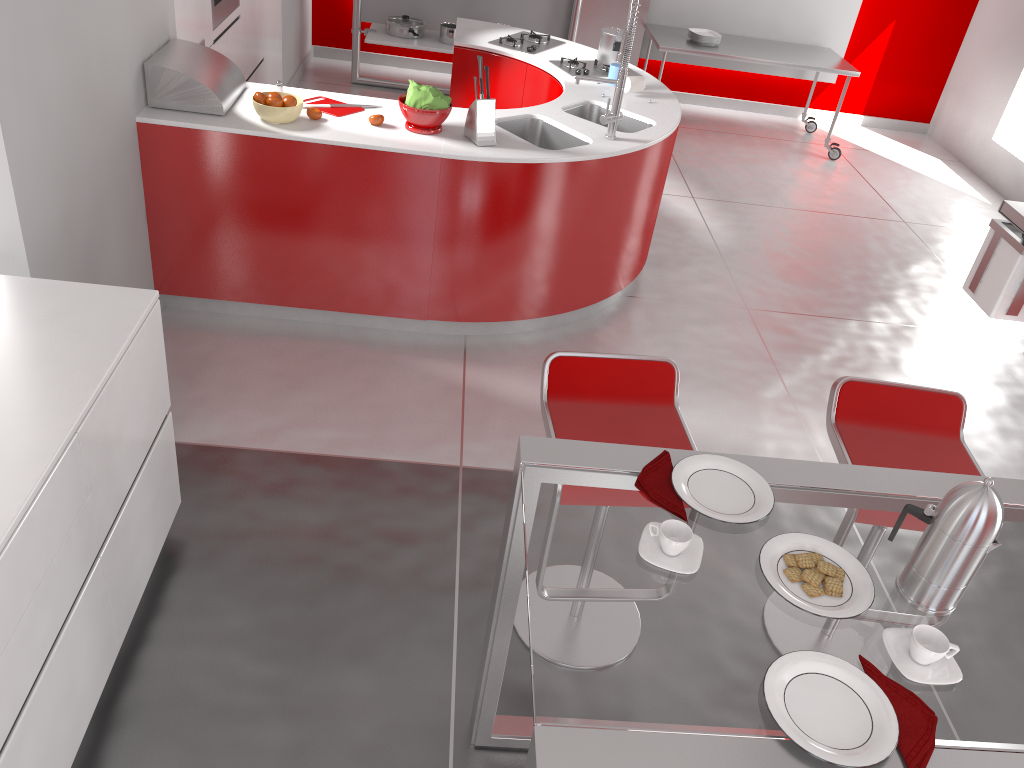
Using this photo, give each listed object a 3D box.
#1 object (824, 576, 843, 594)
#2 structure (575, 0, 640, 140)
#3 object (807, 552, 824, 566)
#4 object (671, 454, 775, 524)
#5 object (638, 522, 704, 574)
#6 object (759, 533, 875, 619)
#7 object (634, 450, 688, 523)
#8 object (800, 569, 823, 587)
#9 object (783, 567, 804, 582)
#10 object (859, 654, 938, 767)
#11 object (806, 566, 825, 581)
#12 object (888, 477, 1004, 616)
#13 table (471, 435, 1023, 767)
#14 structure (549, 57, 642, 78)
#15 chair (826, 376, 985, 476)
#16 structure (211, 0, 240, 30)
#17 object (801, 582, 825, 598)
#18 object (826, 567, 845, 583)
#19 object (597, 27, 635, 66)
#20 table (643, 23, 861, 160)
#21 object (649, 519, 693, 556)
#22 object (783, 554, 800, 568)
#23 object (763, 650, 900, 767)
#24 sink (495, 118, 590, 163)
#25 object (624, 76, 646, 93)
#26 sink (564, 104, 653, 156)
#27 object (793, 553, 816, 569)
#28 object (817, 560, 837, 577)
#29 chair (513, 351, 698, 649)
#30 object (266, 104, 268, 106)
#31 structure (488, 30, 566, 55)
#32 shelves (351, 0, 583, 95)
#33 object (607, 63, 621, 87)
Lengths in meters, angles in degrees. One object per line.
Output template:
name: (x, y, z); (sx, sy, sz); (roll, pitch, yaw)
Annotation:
object: (0.600, 0.374, 1.652); (0.034, 0.006, 0.036); (12, 34, 5)
structure: (0.461, -1.520, 3.791); (0.178, 0.920, 0.308); (32, 40, 30)
object: (0.585, 0.338, 1.711); (0.036, 0.006, 0.034); (5, 34, -6)
object: (0.437, 0.220, 1.846); (0.217, 0.015, 0.217); (27, 38, 24)
object: (0.300, 0.313, 1.679); (0.119, 0.016, 0.119); (17, 35, 11)
object: (0.571, 0.362, 1.671); (0.217, 0.015, 0.217); (28, 38, 25)
object: (0.300, 0.205, 1.839); (0.095, 0.012, 0.234); (5, 34, -5)
object: (0.561, 0.362, 1.660); (0.036, 0.006, 0.034); (27, 38, 25)
object: (0.532, 0.358, 1.669); (0.036, 0.006, 0.034); (-4, 36, -19)
object: (0.646, 0.537, 1.436); (0.095, 0.012, 0.234); (5, 34, -6)
object: (0.576, 0.357, 1.681); (0.036, 0.006, 0.034); (15, 35, 9)
object: (0.787, 0.276, 1.603); (0.149, 0.287, 0.113); (10, 34, 1)
table: (0.803, 0.825, 1.953); (1.700, 1.000, 0.800); (5, 34, -5)
structure: (0.471, -1.778, 4.955); (0.457, 0.037, 0.303); (-10, 39, -26)
chair: (1.084, 0.459, 2.679); (0.418, 0.857, 0.460); (8, 34, -1)
structure: (-1.454, -2.178, 4.523); (0.050, 0.589, 0.599); (5, 34, -5)
object: (0.558, 0.380, 1.644); (0.036, 0.006, 0.034); (-7, 37, -22)
object: (0.616, 0.360, 1.686); (0.034, 0.006, 0.036); (18, 35, 12)
object: (0.575, -1.882, 4.933); (0.189, 0.185, 0.218); (-20, 44, -35)
table: (1.827, -2.329, 7.065); (1.627, 0.682, 0.749); (6, 34, -4)
object: (0.296, 0.293, 1.665); (0.078, 0.049, 0.062); (5, 34, -6)
object: (0.540, 0.338, 1.700); (0.036, 0.006, 0.034); (5, 34, -5)
object: (0.509, 0.521, 1.425); (0.217, 0.015, 0.217); (-10, 38, -25)
sink: (0.123, -1.046, 4.031); (0.326, 0.172, 0.428); (-21, 44, -36)
object: (0.619, -1.557, 4.592); (0.100, 0.080, 0.109); (-14, 40, -30)
sink: (0.455, -1.210, 4.346); (0.428, 0.172, 0.326); (29, 39, 26)
object: (0.559, 0.338, 1.695); (0.034, 0.006, 0.036); (-1, 36, -15)
object: (0.598, 0.350, 1.686); (0.036, 0.006, 0.034); (19, 35, 14)
chair: (0.256, 0.379, 2.604); (0.418, 0.857, 0.460); (3, 35, -9)
object: (-0.999, -1.127, 3.630); (0.055, 0.058, 0.066); (9, 34, 0)
structure: (0.096, -2.032, 5.238); (0.303, 0.037, 0.457); (23, 36, 19)
shelves: (-0.256, -3.374, 6.395); (1.735, 2.599, 0.535); (5, 34, -5)
object: (0.539, -1.630, 4.665); (0.080, 0.100, 0.109); (-11, 39, -27)
